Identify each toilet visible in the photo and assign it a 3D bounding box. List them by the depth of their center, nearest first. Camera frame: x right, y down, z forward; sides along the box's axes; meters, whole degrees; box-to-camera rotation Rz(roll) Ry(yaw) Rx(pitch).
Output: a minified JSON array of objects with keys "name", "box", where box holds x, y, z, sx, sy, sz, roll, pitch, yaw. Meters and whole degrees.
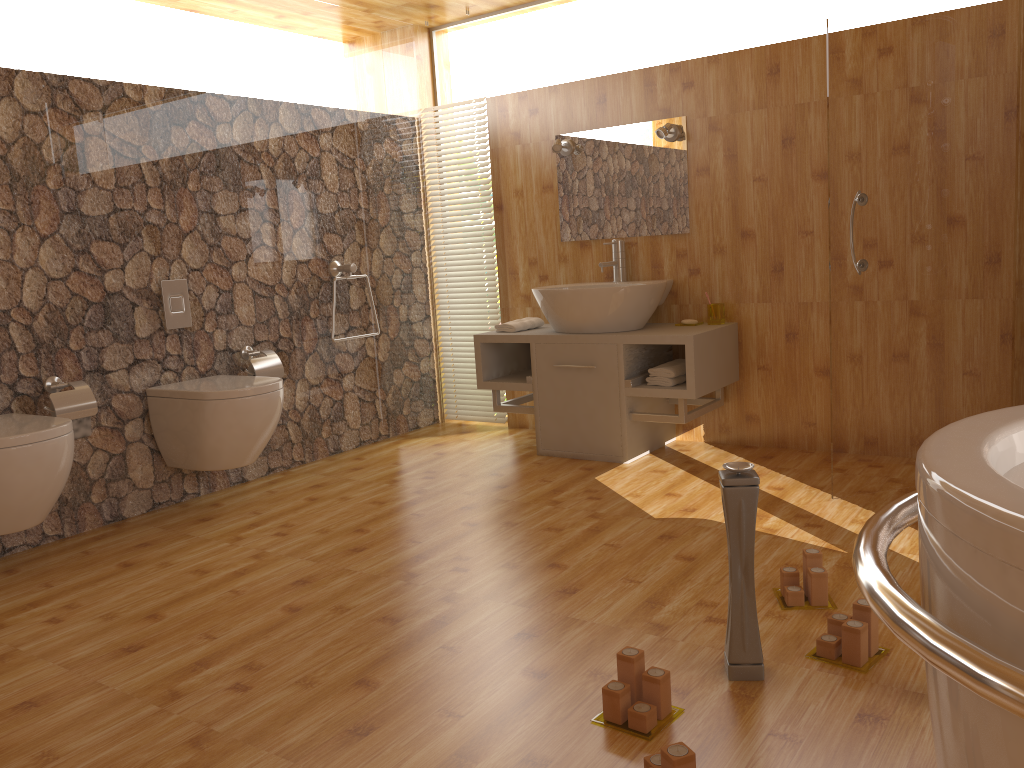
[{"name":"toilet","box":[-1.657,0.305,2.889,0.507,0.337,0.371,2,11,35]},{"name":"toilet","box":[-1.153,0.162,3.599,0.507,0.337,0.371,2,11,35]}]

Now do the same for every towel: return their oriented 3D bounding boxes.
[{"name":"towel","box":[0.714,-0.070,3.898,0.140,0.048,0.225,4,11,40]},{"name":"towel","box":[0.705,-0.032,3.901,0.140,0.048,0.225,4,11,40]},{"name":"towel","box":[0.037,-0.292,4.369,0.140,0.048,0.225,4,11,40]}]

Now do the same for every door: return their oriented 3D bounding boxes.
[{"name":"door","box":[1.525,-0.708,3.119,0.983,2.147,0.077,-6,9,-14]}]

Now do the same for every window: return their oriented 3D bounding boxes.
[{"name":"window","box":[1.261,-0.819,3.941,3.964,2.164,0.010,2,11,35]}]

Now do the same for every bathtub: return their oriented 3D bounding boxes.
[{"name":"bathtub","box":[1.277,0.341,0.671,1.946,0.900,0.977,3,11,38]}]

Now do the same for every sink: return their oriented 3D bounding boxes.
[{"name":"sink","box":[0.398,-0.458,4.110,0.634,0.409,0.533,2,11,35]}]

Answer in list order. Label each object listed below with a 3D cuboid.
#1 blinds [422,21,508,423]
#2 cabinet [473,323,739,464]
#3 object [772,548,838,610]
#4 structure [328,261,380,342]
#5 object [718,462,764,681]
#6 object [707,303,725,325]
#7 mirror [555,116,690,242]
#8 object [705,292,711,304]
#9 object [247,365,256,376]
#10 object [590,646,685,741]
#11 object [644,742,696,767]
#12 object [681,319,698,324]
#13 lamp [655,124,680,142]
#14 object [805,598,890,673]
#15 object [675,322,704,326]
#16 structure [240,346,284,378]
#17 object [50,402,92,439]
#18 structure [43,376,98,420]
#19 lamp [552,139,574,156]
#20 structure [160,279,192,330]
[{"name":"blinds","box":[-0.273,-0.867,4.845,0.420,2.178,0.042,2,11,35]},{"name":"cabinet","box":[0.432,0.024,4.191,1.136,0.570,0.517,2,11,35]},{"name":"object","box":[0.772,0.508,2.349,0.141,0.131,0.141,-3,9,7]},{"name":"structure","box":[-0.814,-0.417,4.377,0.133,0.387,0.332,2,11,35]},{"name":"object","box":[1.490,-0.423,2.189,2.276,1.921,0.347,-6,9,-12]},{"name":"object","box":[0.922,-0.317,4.009,0.060,0.093,0.060,2,11,35]},{"name":"mirror","box":[0.518,-0.966,4.249,0.698,0.523,0.005,2,11,35]},{"name":"object","box":[0.898,-0.351,4.002,0.063,0.132,0.012,-8,10,-25]},{"name":"object","box":[-1.101,-0.021,3.933,0.090,0.151,0.098,2,11,35]},{"name":"object","box":[0.256,0.623,1.825,0.141,0.131,0.141,3,11,39]},{"name":"object","box":[0.243,0.672,1.515,0.141,0.131,0.141,-7,9,-21]},{"name":"object","box":[0.813,-0.284,4.062,0.075,0.023,0.050,-7,9,-19]},{"name":"lamp","box":[0.695,-1.139,4.008,0.080,0.080,0.124,2,11,35]},{"name":"object","box":[0.768,0.557,2.032,0.141,0.131,0.141,4,12,43]},{"name":"object","box":[0.812,-0.276,4.061,0.100,0.010,0.100,2,11,35]},{"name":"structure","box":[-1.128,-0.092,3.930,0.154,0.151,0.170,2,11,35]},{"name":"object","box":[-1.603,0.122,3.226,0.090,0.151,0.098,2,11,35]},{"name":"structure","box":[-1.631,0.050,3.223,0.154,0.151,0.170,2,11,35]},{"name":"lamp","box":[0.237,-1.158,4.330,0.080,0.080,0.124,2,11,35]},{"name":"structure","box":[-1.388,-0.331,3.667,0.010,0.200,0.120,2,11,35]}]
